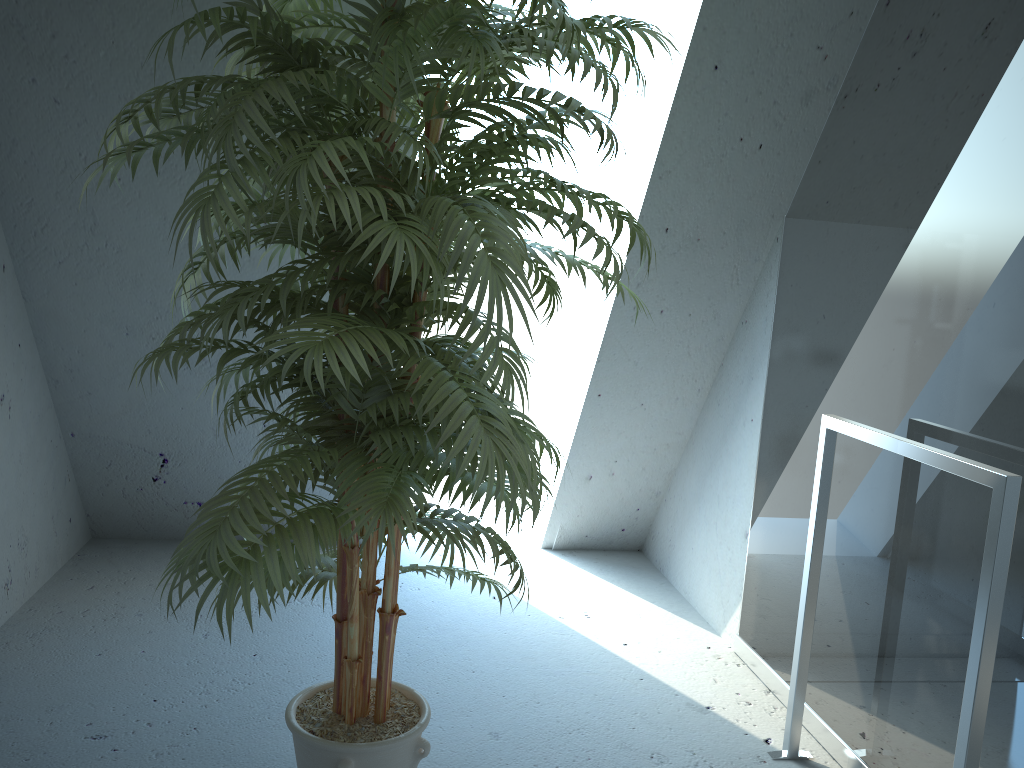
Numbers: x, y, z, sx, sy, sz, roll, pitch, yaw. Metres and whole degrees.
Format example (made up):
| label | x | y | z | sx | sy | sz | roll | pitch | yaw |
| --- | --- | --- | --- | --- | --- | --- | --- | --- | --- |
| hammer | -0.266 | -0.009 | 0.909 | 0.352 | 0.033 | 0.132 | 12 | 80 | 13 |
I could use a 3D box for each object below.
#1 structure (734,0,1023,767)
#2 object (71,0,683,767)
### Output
| label | x | y | z | sx | sy | sz | roll | pitch | yaw |
| --- | --- | --- | --- | --- | --- | --- | --- | --- | --- |
| structure | 1.347 | -0.050 | 1.863 | 1.184 | 2.114 | 1.835 | 3 | 7 | -9 |
| object | -0.247 | -0.108 | 1.680 | 1.020 | 2.034 | 0.980 | 10 | 9 | 39 |
